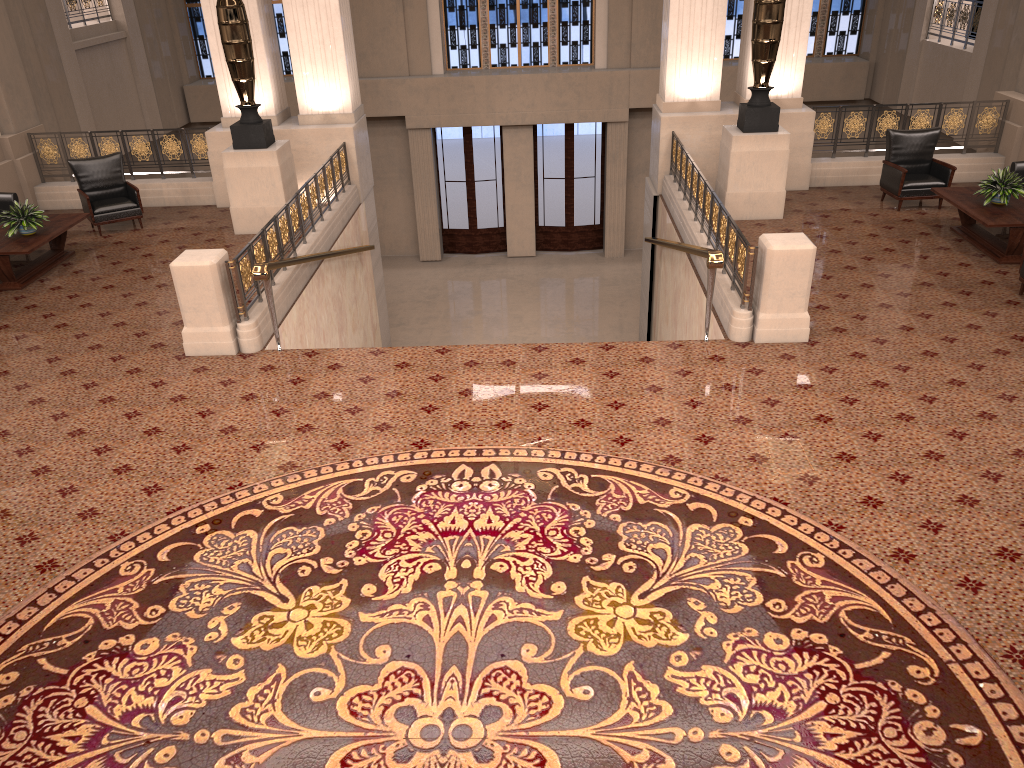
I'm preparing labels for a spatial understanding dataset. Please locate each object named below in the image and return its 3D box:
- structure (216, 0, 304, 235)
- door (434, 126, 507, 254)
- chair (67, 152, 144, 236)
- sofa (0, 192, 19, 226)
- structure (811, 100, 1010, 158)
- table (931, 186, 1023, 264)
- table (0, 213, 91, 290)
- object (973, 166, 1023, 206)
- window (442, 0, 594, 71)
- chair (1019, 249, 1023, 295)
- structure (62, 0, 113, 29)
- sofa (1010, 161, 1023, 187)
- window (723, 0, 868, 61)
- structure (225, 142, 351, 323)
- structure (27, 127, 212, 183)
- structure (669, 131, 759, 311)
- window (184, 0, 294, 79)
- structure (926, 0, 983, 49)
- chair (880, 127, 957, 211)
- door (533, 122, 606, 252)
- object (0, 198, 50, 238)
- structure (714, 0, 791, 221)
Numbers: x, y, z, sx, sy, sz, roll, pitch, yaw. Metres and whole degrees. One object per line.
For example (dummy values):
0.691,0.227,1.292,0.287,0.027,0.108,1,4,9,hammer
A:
-3.085,-3.255,10.332,0.700,2.932,0.665,-1,30,2,structure
-0.871,-4.130,18.750,1.491,2.865,0.147,-1,30,2,door
-5.054,-2.378,11.028,0.637,0.888,0.693,-20,33,-28,chair
-6.236,-1.567,9.690,0.875,0.744,1.828,-1,27,2,sofa
5.160,-3.335,11.567,2.534,0.689,0.030,-1,30,2,structure
5.065,-1.680,9.274,0.839,0.459,1.403,-1,27,2,table
-5.314,-1.463,9.718,0.839,0.459,1.403,-1,27,2,table
5.035,-2.044,9.048,0.495,0.396,0.506,16,33,31,object
0.063,-8.857,16.477,2.987,5.636,0.066,-1,30,2,window
4.926,-1.101,7.687,0.647,0.888,0.682,-1,29,2,chair
-6.982,-6.143,14.225,0.031,0.703,2.050,-1,27,2,structure
5.978,-1.822,9.167,0.875,0.744,1.828,-1,27,2,sofa
5.337,-8.967,16.251,2.987,5.636,0.066,-1,30,2,window
-2.231,-1.832,9.488,0.079,0.565,4.695,-1,27,3,structure
-5.273,-3.117,12.014,2.534,0.689,0.030,-1,30,2,structure
1.997,-1.920,9.307,0.079,0.565,4.695,-1,27,2,structure
-5.034,-8.751,16.695,2.987,5.636,0.066,-1,30,2,window
7.069,-5.760,14.019,0.031,0.703,2.050,-1,27,2,structure
4.870,-2.587,10.607,0.647,0.888,0.682,-3,29,-2,chair
1.216,-4.174,18.660,1.491,2.865,0.147,-1,30,2,door
-5.231,-1.786,9.401,0.495,0.396,0.506,16,33,31,object
2.838,-3.378,10.079,0.700,2.932,0.665,-1,30,2,structure
